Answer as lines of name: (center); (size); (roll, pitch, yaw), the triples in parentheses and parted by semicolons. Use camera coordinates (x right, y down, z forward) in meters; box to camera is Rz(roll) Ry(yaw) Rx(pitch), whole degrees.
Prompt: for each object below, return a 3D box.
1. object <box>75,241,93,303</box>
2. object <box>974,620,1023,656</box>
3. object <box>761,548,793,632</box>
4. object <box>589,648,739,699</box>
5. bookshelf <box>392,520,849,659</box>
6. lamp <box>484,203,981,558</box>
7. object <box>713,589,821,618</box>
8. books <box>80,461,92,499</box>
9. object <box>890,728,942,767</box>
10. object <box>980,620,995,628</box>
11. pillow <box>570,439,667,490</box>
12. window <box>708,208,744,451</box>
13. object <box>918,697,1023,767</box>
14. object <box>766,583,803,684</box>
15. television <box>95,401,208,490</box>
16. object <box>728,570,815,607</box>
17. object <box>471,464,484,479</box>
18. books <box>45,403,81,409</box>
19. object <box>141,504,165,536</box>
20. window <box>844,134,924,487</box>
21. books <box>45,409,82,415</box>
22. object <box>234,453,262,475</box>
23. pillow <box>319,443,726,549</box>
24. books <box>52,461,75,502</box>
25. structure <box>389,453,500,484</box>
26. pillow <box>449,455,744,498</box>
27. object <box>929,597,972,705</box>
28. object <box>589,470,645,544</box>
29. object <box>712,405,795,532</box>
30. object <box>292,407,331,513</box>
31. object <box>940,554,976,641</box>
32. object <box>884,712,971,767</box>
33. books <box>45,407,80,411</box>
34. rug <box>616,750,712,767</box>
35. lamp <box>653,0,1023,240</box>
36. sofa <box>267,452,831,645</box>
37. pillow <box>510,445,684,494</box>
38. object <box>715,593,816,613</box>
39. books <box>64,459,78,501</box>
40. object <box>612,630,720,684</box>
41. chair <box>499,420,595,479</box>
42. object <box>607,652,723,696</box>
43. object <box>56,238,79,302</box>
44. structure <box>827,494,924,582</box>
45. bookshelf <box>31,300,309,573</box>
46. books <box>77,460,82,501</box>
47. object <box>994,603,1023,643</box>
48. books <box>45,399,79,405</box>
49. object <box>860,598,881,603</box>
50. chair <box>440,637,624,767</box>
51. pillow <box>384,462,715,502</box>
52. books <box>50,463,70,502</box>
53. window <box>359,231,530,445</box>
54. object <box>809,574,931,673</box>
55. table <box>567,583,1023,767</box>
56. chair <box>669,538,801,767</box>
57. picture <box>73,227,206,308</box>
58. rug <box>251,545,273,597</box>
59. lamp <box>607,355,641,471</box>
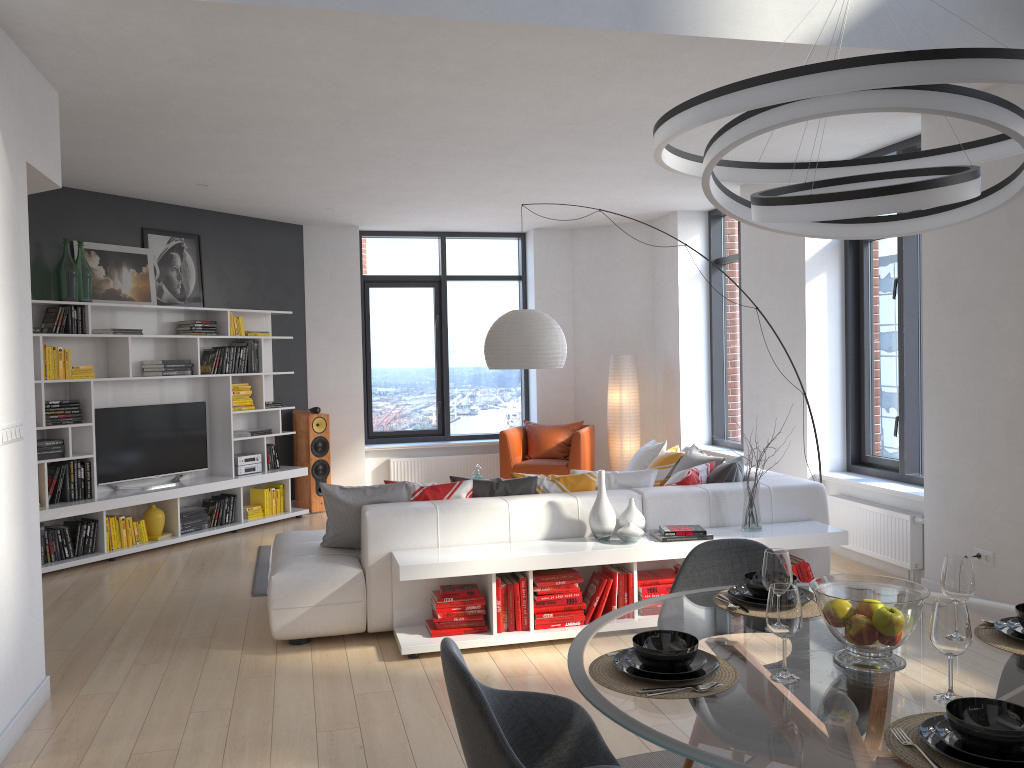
object: (-3.456, -0.897, 7.121); (0.157, 0.507, 0.157); (0, 2, 45)
object: (1.416, 0.671, 2.328); (0.360, 0.002, 0.360); (0, 2, 28)
object: (0.737, 0.572, 2.465); (0.083, 0.220, 0.083); (-3, 2, -42)
object: (0.367, 0.699, 2.162); (0.360, 0.002, 0.360); (-3, 2, -39)
bookshelf: (0.650, 1.134, 5.006); (2.600, 0.500, 0.356); (-2, 2, -14)
lamp: (1.327, 0.016, 5.975); (3.199, 2.647, 0.710); (-1, 2, 22)
object: (0.805, 0.672, 2.740); (0.360, 0.002, 0.360); (0, 2, 28)
books: (-3.445, 0.763, 7.070); (0.230, 0.297, 0.051); (0, 2, 31)
object: (0.916, 0.692, 1.705); (0.309, 0.015, 0.206); (-1, 2, -4)
object: (1.405, 0.663, 2.334); (0.206, 0.015, 0.309); (-2, 2, -9)
pillow: (0.833, 0.696, 6.543); (0.580, 0.456, 2.156); (-1, 2, 12)
window: (2.274, -0.558, 8.512); (0.170, 2.402, 1.310); (-2, 2, -14)
object: (0.914, 0.663, 1.687); (0.258, 0.074, 0.258); (-1, 2, 6)
object: (0.642, 0.586, 2.089); (0.083, 0.220, 0.083); (-1, 2, 14)
television: (-3.107, 0.532, 7.700); (0.207, 0.704, 1.102); (0, 2, 31)
object: (0.802, 0.634, 2.750); (0.258, 0.074, 0.258); (-2, 2, -33)
object: (-0.356, 0.767, 7.008); (0.330, 0.265, 0.330); (-1, 2, 10)
books: (-3.559, 0.167, 6.920); (0.214, 0.030, 0.284); (0, 2, 40)
object: (-3.039, 1.151, 7.515); (0.185, 0.257, 0.185); (-1, 2, 9)
window: (2.825, -0.503, 6.279); (0.170, 2.402, 1.310); (-2, 2, -14)
books: (-3.540, 0.218, 6.906); (0.214, 0.030, 0.284); (0, 2, 40)
object: (-2.582, 0.764, 8.450); (0.270, 0.174, 0.285); (0, 2, 31)
pillow: (0.146, 0.728, 5.898); (2.953, 0.453, 0.647); (-2, 2, -26)
books: (-3.517, 0.760, 6.954); (0.237, 0.314, 0.034); (0, 2, 31)
structure: (-0.639, 1.032, 9.991); (1.474, 0.460, 0.110); (-2, 2, -14)
pillow: (0.634, 0.728, 5.685); (2.120, 0.436, 0.608); (-2, 2, -18)
object: (0.960, 0.583, 1.941); (0.083, 0.220, 0.083); (0, 2, 37)
object: (0.594, 0.685, 5.041); (0.316, 0.398, 0.319); (-1, 2, 10)
object: (1.442, 0.489, 5.164); (0.406, 0.744, 0.607); (0, 2, 26)
object: (-2.097, 0.775, 9.172); (0.290, 1.088, 0.434); (-3, 2, -44)
object: (1.182, 0.566, 2.351); (0.083, 0.220, 0.083); (0, 2, 37)
object: (0.908, 0.701, 1.699); (0.360, 0.002, 0.360); (-3, 2, -39)
books: (-3.544, 0.193, 6.906); (0.189, 0.020, 0.264); (0, 2, 35)
rug: (0.896, 1.456, 2.233); (2.499, 0.010, 2.499); (-3, 2, -41)
lamp: (0.808, -2.629, 2.108); (1.000, 4.513, 1.000); (-2, 2, -12)
sofa: (0.041, 0.990, 6.381); (3.424, 0.732, 2.614); (-2, 2, -14)
pillow: (0.701, 0.725, 6.254); (0.630, 0.440, 2.095); (0, 2, 33)
object: (0.796, 0.664, 2.738); (0.309, 0.015, 0.206); (-2, 2, -9)
books: (-3.503, 0.752, 6.984); (0.237, 0.326, 0.026); (0, 2, 31)
object: (0.374, 0.660, 2.161); (0.258, 0.074, 0.258); (-2, 2, -33)
chair: (0.411, 0.826, 9.389); (0.896, 0.858, 0.843); (-1, 2, 18)
object: (0.369, 0.691, 2.155); (0.206, 0.015, 0.309); (-2, 2, -9)
object: (-3.488, -0.892, 6.958); (0.157, 0.507, 0.157); (0, 2, 45)
structure: (2.547, 1.076, 6.215); (0.110, 0.460, 1.015); (-2, 2, -14)
bookshelf: (-3.013, 0.358, 7.645); (0.455, 2.052, 3.000); (0, 2, 31)
books: (-3.488, 0.757, 7.009); (0.239, 0.315, 0.034); (0, 2, 31)
object: (1.415, 0.633, 2.332); (0.258, 0.074, 0.258); (-1, 2, 6)
books: (-3.535, 0.139, 6.905); (0.180, 0.026, 0.246); (0, 2, 39)
object: (0.886, 0.561, 2.189); (0.070, 0.062, 0.069); (0, 2, 27)
chair: (0.152, 1.033, 2.091); (0.619, 0.891, 0.655); (-2, 2, -12)
pillow: (0.320, 0.763, 5.600); (2.250, 0.449, 0.575); (-2, 2, -16)
books: (-3.529, 0.769, 6.924); (0.213, 0.301, 0.028); (0, 2, 31)
window: (-0.782, -0.544, 10.256); (1.960, 2.402, 0.170); (-2, 2, -14)
object: (0.884, 0.595, 2.197); (0.278, 0.184, 0.278); (-1, 2, -5)
table: (0.897, 1.068, 2.224); (1.499, 0.764, 1.499); (-2, 2, -25)
chair: (0.806, 0.996, 2.835); (0.655, 0.891, 0.619); (-1, 2, -7)
picture: (-3.210, -1.016, 7.728); (0.076, 0.707, 1.279); (0, 2, 31)
rug: (-0.805, 1.350, 6.945); (2.326, 0.016, 1.662); (-2, 2, -14)
lamp: (1.337, 0.465, 9.321); (0.804, 1.550, 0.502); (0, 2, 36)
